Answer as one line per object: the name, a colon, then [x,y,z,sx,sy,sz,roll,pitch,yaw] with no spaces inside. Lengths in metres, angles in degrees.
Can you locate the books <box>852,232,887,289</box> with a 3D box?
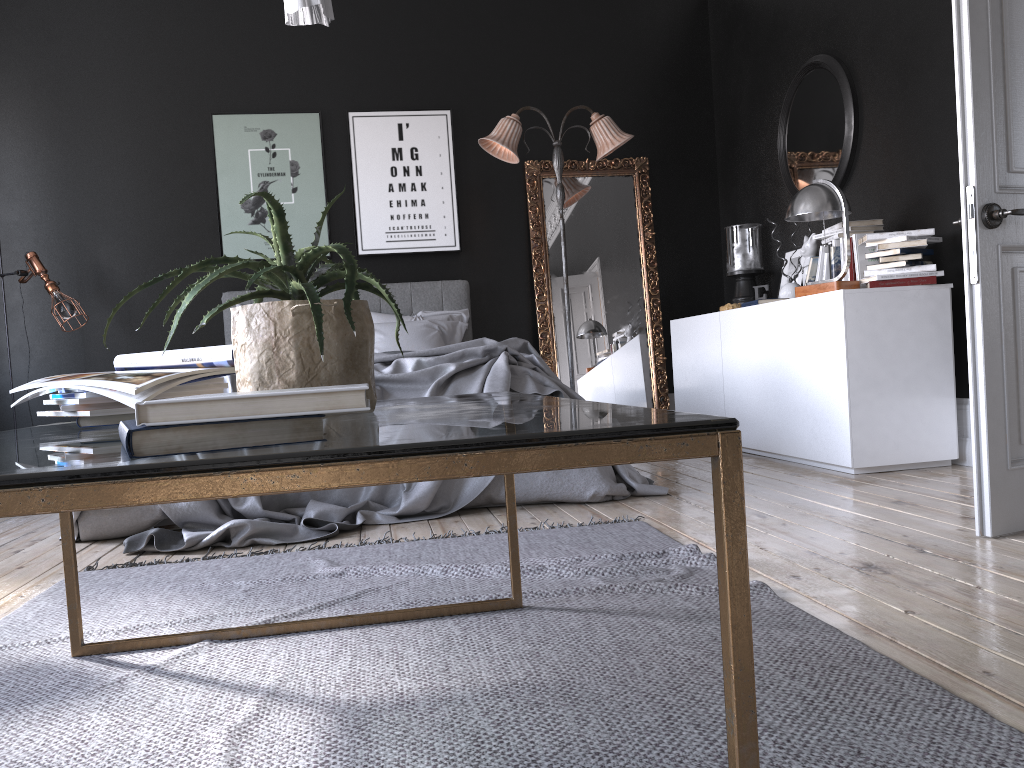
books: [1.879,-0.626,4.581,0.220,0.308,0.050,-4,2,-9]

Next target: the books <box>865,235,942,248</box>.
books: [1.927,-0.698,4.363,0.307,0.024,0.220,-5,1,-34]

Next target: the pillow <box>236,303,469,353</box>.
pillow: [-1.156,-0.258,6.177,1.829,0.760,0.680,-4,2,-9]

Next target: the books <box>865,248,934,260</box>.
books: [1.905,-0.639,4.363,0.289,0.030,0.193,-5,1,-35]

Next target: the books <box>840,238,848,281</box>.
books: [1.858,-0.627,4.714,0.220,0.307,0.024,-4,2,-9]

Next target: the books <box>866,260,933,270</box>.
books: [1.910,-0.580,4.371,0.268,0.029,0.203,-5,2,-39]

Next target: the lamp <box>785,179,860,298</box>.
lamp: [1.577,-0.748,4.532,0.328,0.591,0.340,-5,2,-29]

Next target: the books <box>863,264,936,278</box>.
books: [1.904,-0.550,4.368,0.318,0.031,0.229,-3,1,21]

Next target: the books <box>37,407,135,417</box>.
books: [-0.728,0.047,1.700,0.252,0.011,0.318,-5,2,-42]

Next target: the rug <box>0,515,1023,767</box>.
rug: [-0.257,0.596,1.572,2.105,0.050,3.643,-4,1,-9]

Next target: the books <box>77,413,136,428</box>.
books: [-0.742,0.063,1.765,0.162,0.023,0.231,-4,1,-9]

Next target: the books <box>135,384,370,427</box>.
books: [-0.273,0.020,1.009,0.220,0.024,0.307,-4,1,-9]

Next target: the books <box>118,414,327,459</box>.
books: [-0.337,0.052,1.003,0.193,0.030,0.289,-4,1,-25]

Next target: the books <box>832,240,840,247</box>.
books: [1.845,-0.628,4.792,0.220,0.307,0.024,-4,2,-9]

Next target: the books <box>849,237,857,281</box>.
books: [1.875,-0.621,4.624,0.235,0.295,0.038,-4,2,-9]

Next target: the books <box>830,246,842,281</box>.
books: [1.812,-0.605,4.761,0.204,0.270,0.029,-4,2,-9]

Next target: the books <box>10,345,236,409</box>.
books: [-0.718,-0.009,1.673,0.322,0.109,0.272,-3,1,26]

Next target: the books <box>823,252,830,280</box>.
books: [1.825,-0.605,4.940,0.195,0.256,0.091,-4,2,-9]

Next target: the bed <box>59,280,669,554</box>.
bed: [-1.023,-0.058,5.078,2.764,1.299,3.283,-4,1,-21]

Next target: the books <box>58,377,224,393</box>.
books: [-0.738,0.004,1.751,0.252,0.011,0.318,-5,1,-33]

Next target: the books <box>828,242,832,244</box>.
books: [1.858,-0.631,4.883,0.221,0.307,0.030,-4,2,-9]

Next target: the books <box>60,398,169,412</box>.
books: [-0.745,0.036,1.740,0.252,0.011,0.318,-4,1,-28]

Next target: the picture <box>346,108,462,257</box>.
picture: [-0.805,-1.514,6.645,0.791,1.079,0.014,-4,2,-9]

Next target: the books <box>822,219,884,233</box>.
books: [1.851,-0.851,4.830,0.220,0.030,0.306,-4,1,1]

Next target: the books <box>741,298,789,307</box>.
books: [1.484,-0.475,5.198,0.193,0.030,0.289,-4,1,-3]

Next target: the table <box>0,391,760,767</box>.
table: [-0.416,0.341,1.492,1.092,0.558,1.448,-4,1,-9]

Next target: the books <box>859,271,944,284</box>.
books: [1.901,-0.520,4.341,0.319,0.025,0.228,-4,1,1]

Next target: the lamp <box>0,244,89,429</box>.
lamp: [-3.475,-0.156,5.883,1.718,1.780,0.436,-3,2,29]

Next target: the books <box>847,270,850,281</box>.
books: [1.866,-0.603,4.687,0.195,0.259,0.026,-4,2,-9]

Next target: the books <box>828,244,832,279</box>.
books: [1.818,-0.618,4.815,0.193,0.290,0.030,-4,2,-9]

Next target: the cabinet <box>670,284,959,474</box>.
cabinet: [1.662,-0.033,5.386,0.570,0.883,2.395,-4,1,-9]

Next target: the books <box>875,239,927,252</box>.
books: [1.909,-0.670,4.358,0.220,0.030,0.306,-3,1,21]

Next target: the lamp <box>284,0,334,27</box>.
lamp: [-0.765,-2.260,2.989,0.782,2.050,0.783,-2,3,34]

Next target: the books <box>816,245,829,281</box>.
books: [1.816,-0.625,4.971,0.220,0.296,0.126,-4,2,-9]

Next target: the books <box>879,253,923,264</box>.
books: [1.915,-0.610,4.377,0.193,0.030,0.289,-3,1,22]

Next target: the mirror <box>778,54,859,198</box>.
mirror: [1.875,-1.554,5.513,0.061,0.925,0.924,-4,2,-9]

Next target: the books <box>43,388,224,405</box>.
books: [-0.741,0.026,1.725,0.252,0.011,0.318,-5,1,-38]

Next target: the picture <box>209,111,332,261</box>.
picture: [-1.760,-1.448,6.492,0.791,1.079,0.014,-4,2,-9]

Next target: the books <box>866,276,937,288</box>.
books: [1.896,-0.488,4.335,0.295,0.038,0.234,-3,1,18]

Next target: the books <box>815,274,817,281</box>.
books: [1.812,-0.600,5.020,0.195,0.245,0.132,-4,2,-9]

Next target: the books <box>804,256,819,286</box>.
books: [1.776,-0.600,5.056,0.203,0.246,0.158,-4,2,-9]

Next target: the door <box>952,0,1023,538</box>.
door: [1.878,-0.748,2.901,1.097,2.376,0.216,-5,2,-22]

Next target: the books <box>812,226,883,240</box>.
books: [1.826,-0.822,4.825,0.220,0.024,0.307,-4,1,-19]

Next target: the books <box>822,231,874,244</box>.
books: [1.828,-0.797,4.833,0.195,0.026,0.258,-4,1,1]

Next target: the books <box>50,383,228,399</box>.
books: [-0.738,0.015,1.743,0.252,0.011,0.318,-5,1,-38]

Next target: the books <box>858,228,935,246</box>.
books: [1.885,-0.722,4.363,0.306,0.030,0.220,-4,1,11]

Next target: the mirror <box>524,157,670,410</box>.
mirror: [0.668,-0.654,6.828,0.991,2.194,0.254,-4,2,-9]

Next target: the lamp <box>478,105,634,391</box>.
lamp: [0.379,-0.738,6.240,0.986,2.413,0.771,-3,2,24]
